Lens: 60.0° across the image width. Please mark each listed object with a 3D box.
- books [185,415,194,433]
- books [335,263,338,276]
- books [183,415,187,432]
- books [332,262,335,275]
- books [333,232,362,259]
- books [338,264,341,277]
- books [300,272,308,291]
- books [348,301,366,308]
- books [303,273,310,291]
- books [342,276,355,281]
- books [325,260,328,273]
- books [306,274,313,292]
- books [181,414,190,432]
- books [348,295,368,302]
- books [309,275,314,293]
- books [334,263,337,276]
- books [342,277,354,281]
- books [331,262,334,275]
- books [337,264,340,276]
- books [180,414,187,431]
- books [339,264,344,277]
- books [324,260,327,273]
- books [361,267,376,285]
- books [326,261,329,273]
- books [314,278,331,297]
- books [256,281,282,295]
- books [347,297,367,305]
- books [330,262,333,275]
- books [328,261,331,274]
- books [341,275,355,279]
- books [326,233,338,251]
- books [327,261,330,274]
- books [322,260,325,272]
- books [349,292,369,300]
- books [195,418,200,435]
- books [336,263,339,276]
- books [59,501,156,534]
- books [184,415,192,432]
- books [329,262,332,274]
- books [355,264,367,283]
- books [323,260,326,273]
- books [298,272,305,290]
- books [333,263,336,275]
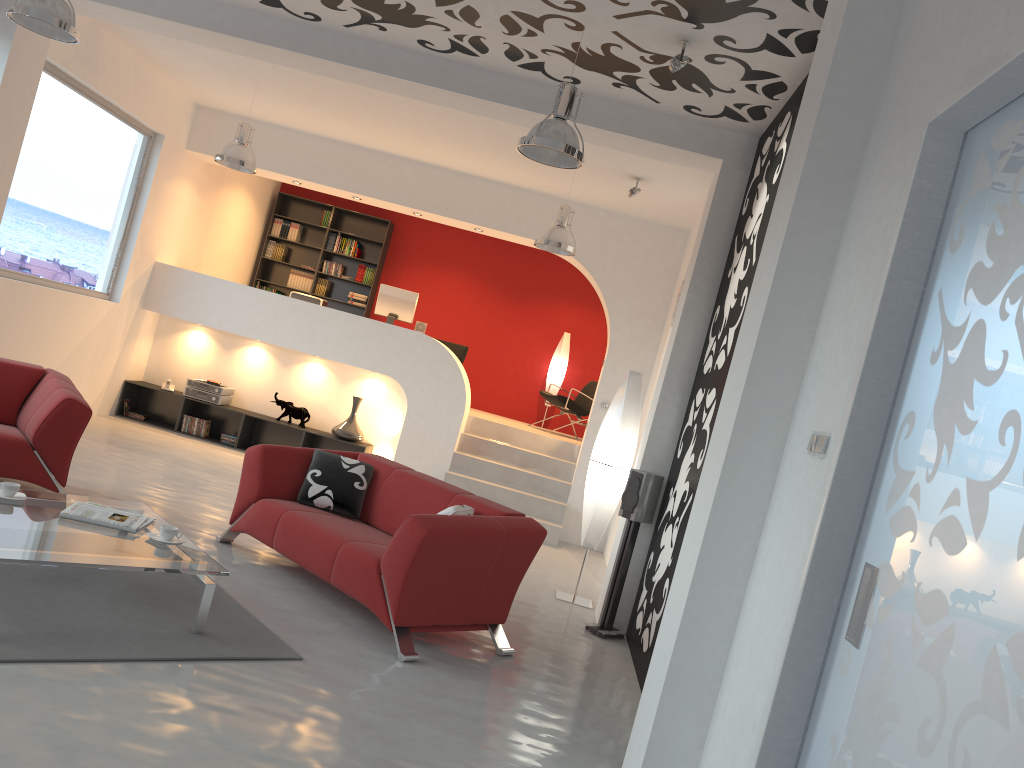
[{"bbox_3d":[-3.546,0.442,9.768,0.031,0.190,0.135,15,0,3],"label":"books"},{"bbox_3d":[-2.455,-1.597,12.482,0.031,0.190,0.135,15,0,3],"label":"books"},{"bbox_3d":[-3.575,0.434,9.770,0.031,0.190,0.135,15,0,3],"label":"books"},{"bbox_3d":[-2.498,-1.609,12.484,0.031,0.190,0.135,15,0,3],"label":"books"},{"bbox_3d":[-2.292,-1.931,12.448,0.341,0.286,0.231,15,0,3],"label":"books"},{"bbox_3d":[-2.412,-1.585,12.479,0.031,0.190,0.135,15,0,3],"label":"books"},{"bbox_3d":[-2.901,-1.427,12.484,0.040,0.260,0.200,15,0,3],"label":"books"},{"bbox_3d":[-2.145,-1.108,12.422,0.260,0.040,0.200,15,0,5],"label":"books"},{"bbox_3d":[-2.861,-1.416,12.481,0.040,0.260,0.200,15,0,3],"label":"books"},{"bbox_3d":[-2.288,-1.477,12.470,0.190,0.015,0.135,15,0,3],"label":"books"},{"bbox_3d":[-2.600,-1.636,12.491,0.031,0.190,0.135,15,0,3],"label":"books"},{"bbox_3d":[-2.822,-1.405,12.479,0.040,0.260,0.200,15,0,3],"label":"books"},{"bbox_3d":[-3.589,0.430,9.771,0.031,0.190,0.135,15,0,3],"label":"books"},{"bbox_3d":[-2.147,-1.192,12.419,0.260,0.040,0.200,15,0,3],"label":"books"},{"bbox_3d":[-2.783,-1.395,12.476,0.040,0.260,0.200,15,0,3],"label":"books"},{"bbox_3d":[-2.469,-1.601,12.483,0.031,0.190,0.135,15,0,3],"label":"books"},{"bbox_3d":[-2.297,-1.464,12.470,0.190,0.015,0.135,15,0,-2],"label":"books"},{"bbox_3d":[-2.513,-1.613,12.485,0.031,0.190,0.135,15,0,3],"label":"books"},{"bbox_3d":[-2.426,-1.589,12.480,0.031,0.190,0.135,15,0,3],"label":"books"},{"bbox_3d":[-3.604,0.426,9.772,0.031,0.190,0.135,15,0,3],"label":"books"},{"bbox_3d":[-2.397,-1.581,12.478,0.031,0.190,0.135,15,0,3],"label":"books"},{"bbox_3d":[-2.614,-1.640,12.492,0.031,0.190,0.135,15,0,3],"label":"books"},{"bbox_3d":[-1.997,-1.499,12.445,0.146,0.240,0.170,15,0,3],"label":"books"},{"bbox_3d":[-2.585,-1.632,12.490,0.031,0.190,0.135,15,0,3],"label":"books"},{"bbox_3d":[-2.664,-1.352,12.480,0.146,0.240,0.170,15,0,3],"label":"books"},{"bbox_3d":[-3.435,-1.257,12.499,0.341,0.286,0.231,15,0,3],"label":"books"},{"bbox_3d":[-2.153,-1.152,12.420,0.260,0.040,0.200,15,0,3],"label":"books"},{"bbox_3d":[-2.527,-1.617,12.486,0.031,0.190,0.135,15,0,3],"label":"books"},{"bbox_3d":[-2.556,-1.625,12.488,0.031,0.190,0.135,15,0,3],"label":"books"},{"bbox_3d":[-2.293,-1.494,12.471,0.190,0.015,0.135,15,0,8],"label":"books"},{"bbox_3d":[-2.523,-1.978,12.486,0.090,0.256,0.181,15,0,3],"label":"books"},{"bbox_3d":[-2.571,-1.628,12.489,0.031,0.190,0.135,15,0,3],"label":"books"},{"bbox_3d":[-2.643,-1.648,12.493,0.031,0.190,0.135,15,0,3],"label":"books"},{"bbox_3d":[-2.127,-1.228,12.411,0.260,0.040,0.200,15,0,3],"label":"books"},{"bbox_3d":[-3.445,0.469,9.762,0.031,0.190,0.135,15,0,3],"label":"books"},{"bbox_3d":[-2.441,-1.593,12.481,0.031,0.190,0.135,15,0,3],"label":"books"},{"bbox_3d":[-1.945,0.639,4.265,0.367,0.035,0.345,15,0,-7],"label":"books"},{"bbox_3d":[-3.560,0.438,9.769,0.031,0.190,0.135,15,0,3],"label":"books"},{"bbox_3d":[-2.542,-1.621,12.487,0.031,0.190,0.135,15,0,3],"label":"books"},{"bbox_3d":[-2.111,-1.538,12.453,0.090,0.256,0.181,15,0,3],"label":"books"},{"bbox_3d":[-2.628,-1.644,12.493,0.031,0.190,0.135,15,0,3],"label":"books"},{"bbox_3d":[-2.939,-1.437,12.486,0.040,0.260,0.200,15,0,3],"label":"books"},{"bbox_3d":[-2.484,-1.605,12.484,0.031,0.190,0.135,15,0,3],"label":"books"}]
